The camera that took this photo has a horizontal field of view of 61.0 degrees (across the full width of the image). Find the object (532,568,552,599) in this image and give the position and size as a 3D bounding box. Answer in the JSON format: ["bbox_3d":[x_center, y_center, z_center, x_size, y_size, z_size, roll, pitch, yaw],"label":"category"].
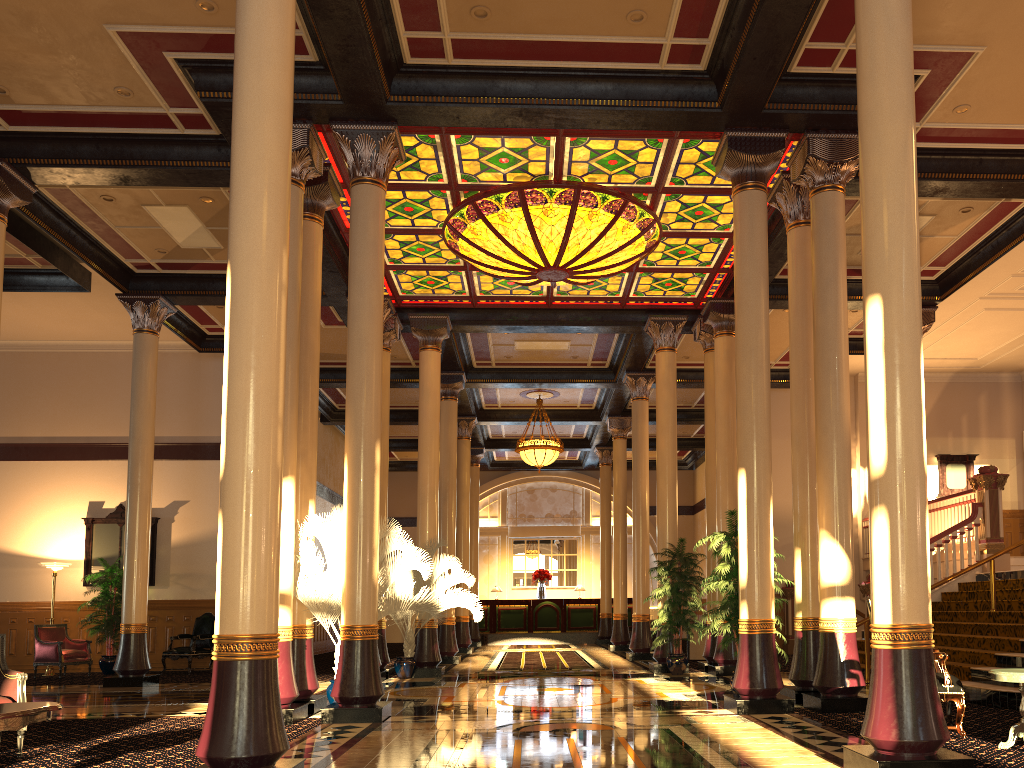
[{"bbox_3d":[5.299,1.168,14.447,0.687,4.212,29.855,1,-14,-17],"label":"object"}]

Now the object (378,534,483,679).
[{"bbox_3d":[-1.353,3.488,13.670,1.819,2.238,2.121,-1,-9,2],"label":"object"}]

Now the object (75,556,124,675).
[{"bbox_3d":[-7.195,4.148,15.645,1.129,2.120,1.006,6,-9,-42],"label":"object"}]

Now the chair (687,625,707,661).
[{"bbox_3d":[3.933,5.084,17.455,0.754,0.899,0.996,-4,-11,19],"label":"chair"}]

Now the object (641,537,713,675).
[{"bbox_3d":[2.591,3.478,13.601,1.054,2.120,1.079,1,-7,-12],"label":"object"}]

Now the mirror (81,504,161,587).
[{"bbox_3d":[-7.392,3.034,16.388,1.389,1.532,0.202,0,-5,-3],"label":"mirror"}]

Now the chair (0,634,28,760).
[{"bbox_3d":[-4.020,2.308,6.387,0.625,0.906,0.717,-8,-11,43],"label":"chair"}]

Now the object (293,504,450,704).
[{"bbox_3d":[-1.790,2.408,9.473,2.090,2.225,1.817,2,-9,-13],"label":"object"}]

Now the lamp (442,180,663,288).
[{"bbox_3d":[0.553,-1.765,11.832,3.007,0.592,3.061,0,-14,-3],"label":"lamp"}]

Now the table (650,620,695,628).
[{"bbox_3d":[3.299,5.511,18.870,1.107,0.760,1.672,-1,-13,0],"label":"table"}]

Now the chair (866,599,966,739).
[{"bbox_3d":[3.329,2.319,7.169,0.732,1.082,0.766,-2,-8,13],"label":"chair"}]

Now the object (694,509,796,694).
[{"bbox_3d":[2.540,2.405,9.498,1.129,2.120,1.006,6,-9,-42],"label":"object"}]

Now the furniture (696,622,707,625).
[{"bbox_3d":[4.495,5.593,19.501,0.808,0.927,2.217,-1,-13,0],"label":"furniture"}]

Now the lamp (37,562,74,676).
[{"bbox_3d":[-8.241,4.218,15.586,0.607,1.983,0.562,4,-7,-41],"label":"lamp"}]

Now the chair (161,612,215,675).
[{"bbox_3d":[-5.796,4.661,15.665,0.720,1.082,0.778,-4,-9,23],"label":"chair"}]

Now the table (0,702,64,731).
[{"bbox_3d":[-3.035,2.037,4.660,0.681,0.525,1.283,-6,-14,25],"label":"table"}]

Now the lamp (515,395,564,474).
[{"bbox_3d":[0.657,1.212,20.780,1.201,1.878,1.201,0,-8,-7],"label":"lamp"}]

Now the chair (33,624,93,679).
[{"bbox_3d":[-7.716,4.595,14.962,0.630,0.906,0.712,-3,-9,19],"label":"chair"}]

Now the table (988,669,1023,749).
[{"bbox_3d":[3.728,2.361,6.308,0.466,0.548,0.505,-8,-12,39],"label":"table"}]

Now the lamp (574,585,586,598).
[{"bbox_3d":[2.166,6.648,27.825,0.411,0.437,0.444,-9,-13,43],"label":"lamp"}]

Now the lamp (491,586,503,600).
[{"bbox_3d":[-0.483,6.645,27.670,0.411,0.437,0.444,-9,-13,43],"label":"lamp"}]

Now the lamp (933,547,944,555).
[{"bbox_3d":[7.116,3.806,14.834,0.596,1.983,0.573,1,-6,-19],"label":"lamp"}]
